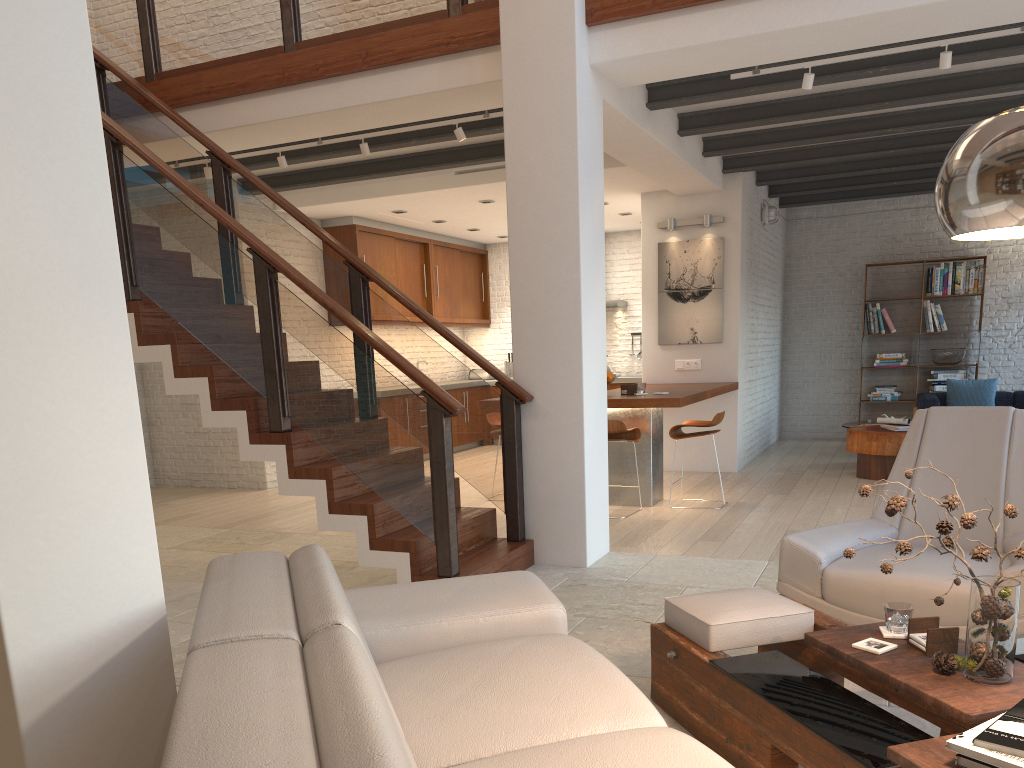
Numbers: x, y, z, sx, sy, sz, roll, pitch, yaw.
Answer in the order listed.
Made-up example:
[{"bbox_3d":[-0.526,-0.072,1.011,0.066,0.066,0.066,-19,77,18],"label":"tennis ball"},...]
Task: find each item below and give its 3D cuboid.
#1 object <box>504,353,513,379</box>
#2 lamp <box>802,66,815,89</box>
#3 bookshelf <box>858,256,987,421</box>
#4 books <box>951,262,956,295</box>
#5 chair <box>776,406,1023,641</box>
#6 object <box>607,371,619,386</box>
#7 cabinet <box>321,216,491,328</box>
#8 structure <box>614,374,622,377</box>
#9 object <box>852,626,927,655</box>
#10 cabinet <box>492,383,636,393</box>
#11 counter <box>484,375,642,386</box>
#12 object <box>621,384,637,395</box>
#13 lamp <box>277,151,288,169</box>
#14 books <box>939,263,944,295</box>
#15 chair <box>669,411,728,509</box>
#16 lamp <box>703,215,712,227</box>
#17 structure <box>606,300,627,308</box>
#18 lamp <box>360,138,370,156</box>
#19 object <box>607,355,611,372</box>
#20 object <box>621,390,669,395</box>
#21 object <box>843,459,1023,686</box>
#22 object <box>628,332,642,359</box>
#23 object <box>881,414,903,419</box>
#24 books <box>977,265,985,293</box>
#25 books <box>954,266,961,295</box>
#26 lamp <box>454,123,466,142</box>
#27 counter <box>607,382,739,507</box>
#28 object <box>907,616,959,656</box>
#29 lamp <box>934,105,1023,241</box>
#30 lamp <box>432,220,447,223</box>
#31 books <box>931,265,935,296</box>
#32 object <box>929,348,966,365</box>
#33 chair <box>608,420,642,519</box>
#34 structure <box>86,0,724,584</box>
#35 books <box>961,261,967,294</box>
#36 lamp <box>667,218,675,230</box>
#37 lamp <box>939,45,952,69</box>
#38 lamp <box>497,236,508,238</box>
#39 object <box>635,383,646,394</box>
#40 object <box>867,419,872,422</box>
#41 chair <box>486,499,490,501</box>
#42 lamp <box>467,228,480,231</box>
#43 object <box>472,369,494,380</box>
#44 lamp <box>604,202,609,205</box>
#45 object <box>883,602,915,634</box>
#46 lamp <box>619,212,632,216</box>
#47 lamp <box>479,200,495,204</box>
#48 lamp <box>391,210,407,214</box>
[{"bbox_3d":[0.028,-0.261,12.559,0.321,0.386,0.064,1,12,23],"label":"object"},{"bbox_3d":[1.733,-1.781,5.100,0.059,0.132,0.083,-3,9,-6],"label":"lamp"},{"bbox_3d":[5.053,-0.386,10.829,1.314,2.265,0.354,2,13,23],"label":"bookshelf"},{"bbox_3d":[5.326,-1.269,10.527,0.036,0.394,0.237,3,11,24],"label":"books"},{"bbox_3d":[1.772,0.629,3.622,1.019,1.044,0.953,4,10,40],"label":"chair"},{"bbox_3d":[0.725,-0.018,7.386,0.365,0.228,0.355,-3,5,-10],"label":"object"},{"bbox_3d":[-1.208,-1.319,11.153,0.460,1.192,3.267,3,5,24],"label":"cabinet"},{"bbox_3d":[1.024,-0.102,11.925,0.810,0.033,0.576,-1,2,24],"label":"structure"},{"bbox_3d":[1.172,0.783,2.697,0.271,0.036,0.243,-2,2,-4],"label":"object"},{"bbox_3d":[0.119,-0.524,11.154,4.770,2.916,2.209,-3,9,-11],"label":"cabinet"},{"bbox_3d":[0.243,0.022,10.833,3.517,0.072,3.259,-1,2,24],"label":"counter"},{"bbox_3d":[0.977,0.047,7.285,0.093,0.084,0.112,-5,6,-21],"label":"object"},{"bbox_3d":[-1.750,-1.700,6.643,0.060,0.132,0.084,3,11,26],"label":"lamp"},{"bbox_3d":[5.204,-1.266,10.576,0.036,0.394,0.237,3,11,24],"label":"books"},{"bbox_3d":[1.553,0.617,7.194,0.421,0.797,0.393,2,11,24],"label":"chair"},{"bbox_3d":[1.906,-1.592,8.507,0.078,0.107,0.078,-9,11,-37],"label":"lamp"},{"bbox_3d":[1.001,-1.517,11.680,0.984,1.021,0.444,1,11,24],"label":"structure"},{"bbox_3d":[-1.070,-1.716,6.343,0.060,0.132,0.084,3,11,26],"label":"lamp"},{"bbox_3d":[1.203,-0.254,11.704,0.258,0.283,0.260,-10,11,-44],"label":"object"},{"bbox_3d":[1.079,0.070,7.200,0.394,0.036,0.194,-1,3,28],"label":"object"},{"bbox_3d":[1.154,0.507,2.334,0.542,0.624,0.307,-3,10,-5],"label":"object"},{"bbox_3d":[1.889,-0.504,11.713,0.668,0.401,0.136,0,11,24],"label":"object"},{"bbox_3d":[4.055,0.362,9.266,0.191,0.093,0.184,-6,6,-40],"label":"object"},{"bbox_3d":[5.603,-1.248,10.428,0.055,0.339,0.248,3,10,24],"label":"books"},{"bbox_3d":[5.364,-1.241,10.500,0.055,0.339,0.248,3,10,24],"label":"books"},{"bbox_3d":[-0.359,-1.732,6.021,0.087,0.133,0.058,-5,11,-15],"label":"lamp"},{"bbox_3d":[1.025,0.526,8.116,1.683,0.944,2.440,0,4,24],"label":"counter"},{"bbox_3d":[1.266,0.758,2.623,0.094,0.084,0.112,-3,6,-4],"label":"object"},{"bbox_3d":[1.405,0.059,0.990,0.316,2.415,1.994,-9,10,-30],"label":"lamp"},{"bbox_3d":[-0.842,-1.900,10.096,0.123,0.056,0.121,-1,4,24],"label":"lamp"},{"bbox_3d":[5.132,-1.251,10.625,0.020,0.369,0.264,3,10,24],"label":"books"},{"bbox_3d":[5.364,-0.333,10.742,0.398,0.207,0.396,-4,5,-24],"label":"object"},{"bbox_3d":[0.780,0.657,6.961,0.404,0.797,0.410,2,11,24],"label":"chair"},{"bbox_3d":[-0.089,-0.990,5.738,10.140,4.250,13.545,-1,4,24],"label":"structure"},{"bbox_3d":[5.436,-1.272,10.492,0.036,0.394,0.237,3,11,24],"label":"books"},{"bbox_3d":[1.581,-1.585,8.651,0.078,0.107,0.078,-9,11,-37],"label":"lamp"},{"bbox_3d":[2.393,-1.797,4.811,0.060,0.132,0.084,3,11,26],"label":"lamp"},{"bbox_3d":[-0.119,-1.989,11.679,0.123,0.056,0.121,-1,4,24],"label":"lamp"},{"bbox_3d":[1.060,0.035,7.164,0.090,0.087,0.089,3,9,39],"label":"object"},{"bbox_3d":[4.015,0.388,9.479,0.302,0.028,0.066,-2,4,2],"label":"object"},{"bbox_3d":[-0.004,0.653,7.883,0.421,0.797,0.393,2,11,24],"label":"chair"},{"bbox_3d":[-0.480,-1.944,10.888,0.123,0.056,0.121,-1,4,24],"label":"lamp"},{"bbox_3d":[-0.439,-0.140,12.742,0.344,0.164,0.244,0,6,24],"label":"object"},{"bbox_3d":[0.953,-1.942,9.302,0.123,0.056,0.121,-1,4,24],"label":"lamp"},{"bbox_3d":[1.220,0.741,2.756,0.091,0.087,0.089,-4,7,-16],"label":"object"},{"bbox_3d":[1.315,-1.986,10.094,0.123,0.056,0.121,-1,4,24],"label":"lamp"},{"bbox_3d":[-0.257,-1.877,8.885,0.123,0.056,0.121,-1,4,24],"label":"lamp"},{"bbox_3d":[-1.204,-1.855,9.304,0.123,0.056,0.121,-1,4,24],"label":"lamp"}]
